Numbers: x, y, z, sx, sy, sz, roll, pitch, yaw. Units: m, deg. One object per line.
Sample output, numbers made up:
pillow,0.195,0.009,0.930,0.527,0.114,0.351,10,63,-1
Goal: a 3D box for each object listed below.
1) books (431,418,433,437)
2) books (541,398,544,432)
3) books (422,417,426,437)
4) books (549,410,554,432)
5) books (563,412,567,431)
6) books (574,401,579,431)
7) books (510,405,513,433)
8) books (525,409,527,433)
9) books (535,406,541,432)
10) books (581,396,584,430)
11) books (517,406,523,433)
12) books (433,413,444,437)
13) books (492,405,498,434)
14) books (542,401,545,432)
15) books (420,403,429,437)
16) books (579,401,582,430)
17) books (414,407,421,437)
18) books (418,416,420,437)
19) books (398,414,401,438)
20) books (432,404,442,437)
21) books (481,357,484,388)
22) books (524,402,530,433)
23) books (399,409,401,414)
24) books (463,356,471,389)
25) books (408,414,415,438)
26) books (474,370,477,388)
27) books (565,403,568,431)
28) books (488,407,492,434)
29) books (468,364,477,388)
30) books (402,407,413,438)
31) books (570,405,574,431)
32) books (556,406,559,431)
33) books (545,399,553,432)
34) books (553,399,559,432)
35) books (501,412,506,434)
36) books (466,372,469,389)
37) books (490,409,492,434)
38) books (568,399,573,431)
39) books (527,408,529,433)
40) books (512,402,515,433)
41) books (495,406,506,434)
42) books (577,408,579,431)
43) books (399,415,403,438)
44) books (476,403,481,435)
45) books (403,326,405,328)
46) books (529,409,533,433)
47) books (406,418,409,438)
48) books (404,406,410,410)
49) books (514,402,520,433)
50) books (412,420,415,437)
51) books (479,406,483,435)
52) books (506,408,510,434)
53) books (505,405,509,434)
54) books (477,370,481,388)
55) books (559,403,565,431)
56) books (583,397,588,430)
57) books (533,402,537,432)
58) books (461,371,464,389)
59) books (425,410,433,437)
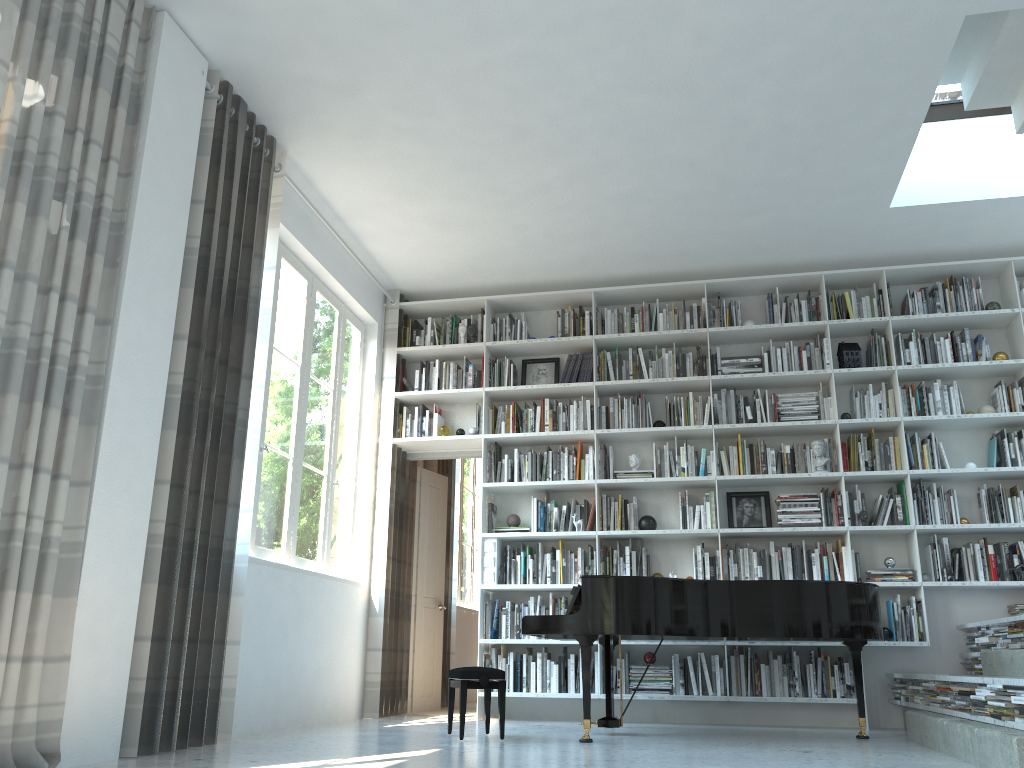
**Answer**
books,-0.604,0.377,6.952,0.029,0.190,0.135,-3,-17,12
books,0.242,0.275,6.784,0.014,0.303,0.152,-3,-17,12
books,-0.666,0.373,6.943,0.024,0.192,0.181,-3,-18,12
books,0.309,0.315,6.727,0.029,0.194,0.192,-3,-18,12
books,0.405,0.323,6.734,0.022,0.185,0.137,-3,-17,12
books,0.492,0.276,6.710,0.022,0.262,0.175,-3,-17,12
books,0.012,0.308,6.813,0.014,0.252,0.187,-3,-17,12
books,0.125,0.318,6.783,0.014,0.217,0.164,-3,-17,12
books,0.212,0.307,6.778,0.047,0.237,0.163,-3,-17,12
books,0.544,0.258,6.697,0.012,0.290,0.183,-3,-17,12
books,0.074,0.309,6.810,0.047,0.249,0.134,-3,-17,12
books,-0.570,0.355,6.915,0.029,0.210,0.188,-3,-18,12
books,-0.127,0.310,6.840,0.012,0.262,0.181,-3,-17,12
books,0.257,0.284,6.758,0.023,0.270,0.187,-3,-17,12
books,-0.686,0.320,6.949,0.013,0.296,0.188,-3,-17,12
books,0.532,0.279,6.724,0.024,0.265,0.155,-3,-17,12
books,-0.733,0.336,6.978,0.022,0.280,0.157,-3,-17,12
books,-0.707,0.372,6.979,0.023,0.213,0.141,-3,-17,12
books,-0.867,0.366,6.988,0.013,0.227,0.179,-3,-17,12
books,-0.587,0.319,6.945,0.013,0.297,0.179,-3,-17,12
books,-0.212,-0.047,6.978,0.014,0.293,0.173,-3,-17,12
books,0.115,0.294,6.806,0.012,0.276,0.151,-3,-17,12
books,-0.880,0.342,6.987,0.011,0.271,0.189,-3,-17,12
books,-0.352,-0.047,6.999,0.012,0.302,0.189,-3,-17,12
books,-0.779,0.365,6.970,0.010,0.219,0.182,-3,-17,12
books,-0.269,0.007,6.988,0.029,0.195,0.146,-3,-17,12
books,0.428,0.288,6.746,0.035,0.259,0.131,-3,-17,12
books,-0.157,0.321,6.862,0.012,0.253,0.161,-3,-17,12
books,-0.303,-0.016,6.972,0.029,0.228,0.192,-3,-17,12
books,-0.823,0.339,6.988,0.023,0.280,0.171,-3,-17,12
books,0.466,0.293,6.711,0.030,0.230,0.173,-3,-17,12
books,0.358,0.299,6.738,0.013,0.231,0.172,-3,-17,12
books,0.281,0.274,6.750,0.030,0.285,0.186,-3,-17,12
books,0.342,0.278,6.760,0.025,0.285,0.161,-3,-17,12
books,-0.050,0.336,6.807,0.026,0.194,0.176,-3,-18,12
books,-0.329,0.014,6.992,0.031,0.182,0.151,-3,-17,12
books,-0.142,0.328,6.847,0.022,0.232,0.151,-3,-17,12
books,0.446,0.271,6.727,0.012,0.280,0.188,-3,-17,12
books,0.139,0.314,6.789,0.011,0.228,0.171,-3,-17,12
books,0.029,0.295,6.817,0.020,0.280,0.165,-3,-17,12
books,-0.088,0.315,6.847,0.062,0.257,0.153,-3,-17,12
books,0.512,0.306,6.711,0.013,0.205,0.173,-3,-17,12
books,-0.853,0.369,6.986,0.013,0.221,0.163,-3,-17,12
books,-0.253,0.308,6.874,0.012,0.284,0.160,-3,-17,12
books,-0.871,-0.334,7.223,0.011,0.240,0.151,-3,-17,12
books,0.158,0.317,6.776,0.031,0.216,0.173,-3,-17,12
books,-0.796,0.380,6.978,0.029,0.196,0.161,-3,-17,12
books,-0.835,0.336,7.016,0.013,0.302,0.135,-3,-17,12
books,0.042,0.293,6.803,0.011,0.276,0.164,-3,-17,12
books,-0.755,0.389,6.984,0.029,0.184,0.135,-3,-17,12
books,-0.221,0.320,6.886,0.044,0.268,0.134,-3,-17,12
books,-0.009,0.321,6.815,0.030,0.229,0.172,-3,-17,12
books,-0.028,0.307,6.828,0.010,0.262,0.151,-3,-17,12
books,-0.246,0.005,6.968,0.026,0.187,0.154,-3,-17,12
books,0.381,0.289,6.752,0.029,0.260,0.158,-3,-17,12
books,0.563,0.261,6.705,0.022,0.288,0.170,-3,-17,12
books,0.181,0.291,6.785,0.014,0.272,0.181,-3,-17,12
books,-0.368,0.012,7.011,0.029,0.197,0.144,-3,-17,12
books,-0.637,0.345,6.926,0.021,0.236,0.189,-3,-17,12
